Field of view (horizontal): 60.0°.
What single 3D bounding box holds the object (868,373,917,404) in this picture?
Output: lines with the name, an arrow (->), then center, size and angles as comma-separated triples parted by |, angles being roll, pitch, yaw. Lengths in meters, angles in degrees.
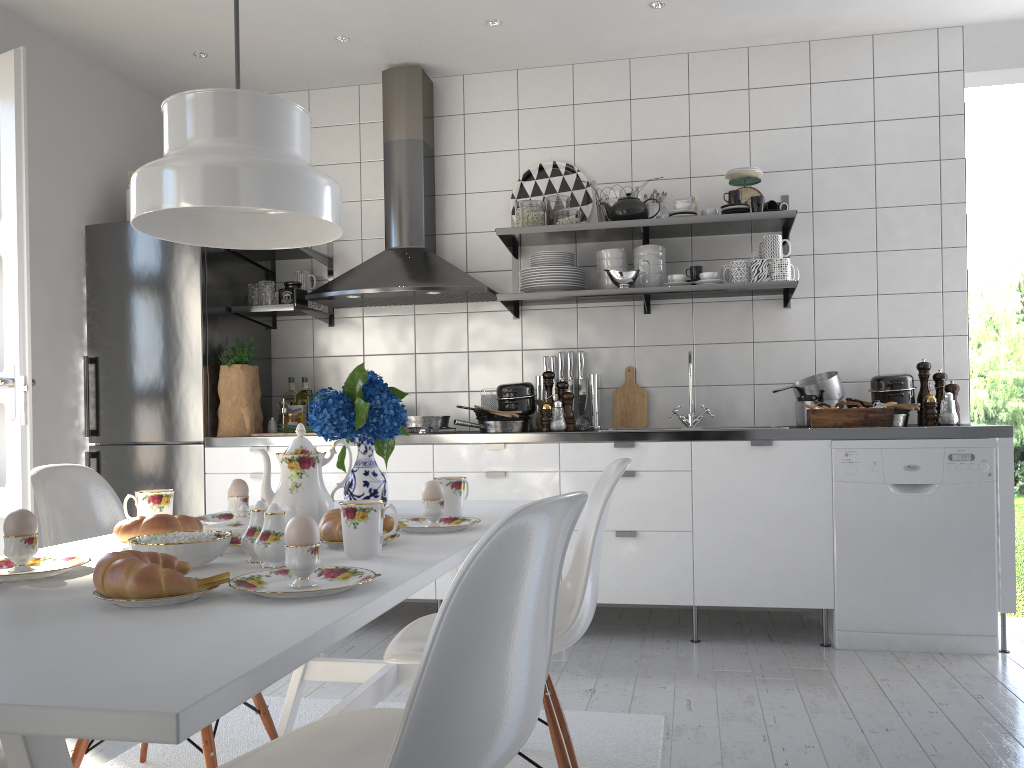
object -> 1.614, 0.034, 3.760 | 0.190, 0.159, 0.197 | 0, -2, -27

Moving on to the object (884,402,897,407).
object -> 1.411, 0.122, 3.580 | 0.271, 0.094, 0.050 | -2, -1, 16

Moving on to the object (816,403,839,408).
object -> 1.266, 0.125, 3.598 | 0.118, 0.099, 0.084 | -1, -1, 5

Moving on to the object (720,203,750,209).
object -> 0.940, -0.737, 3.731 | 0.121, 0.023, 0.121 | 1, -3, -38

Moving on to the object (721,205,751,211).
object -> 0.943, -0.728, 3.730 | 0.121, 0.023, 0.121 | -3, -3, 43

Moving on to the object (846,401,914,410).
object -> 1.510, 0.090, 3.655 | 0.064, 0.044, 0.335 | 0, -2, -22

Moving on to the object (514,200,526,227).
object -> 0.070, -0.754, 4.096 | 0.121, 0.171, 0.121 | -1, -1, 31

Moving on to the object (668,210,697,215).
object -> 0.728, -0.722, 3.789 | 0.121, 0.024, 0.121 | -1, -2, 7

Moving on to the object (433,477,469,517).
object -> -0.145, 0.269, 2.093 | 0.078, 0.095, 0.091 | -1, -1, 5

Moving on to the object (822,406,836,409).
object -> 1.328, 0.126, 3.480 | 0.220, 0.084, 0.030 | -2, -1, 37

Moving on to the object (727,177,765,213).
object -> 1.031, -0.797, 3.915 | 0.159, 0.208, 0.185 | -1, -1, 11

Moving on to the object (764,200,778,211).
object -> 1.083, -0.737, 3.734 | 0.069, 0.058, 0.080 | -1, -2, -16

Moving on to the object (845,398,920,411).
object -> 1.523, 0.083, 3.663 | 0.059, 0.061, 0.334 | 0, -2, -31

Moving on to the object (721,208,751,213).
object -> 0.942, -0.718, 3.731 | 0.121, 0.021, 0.121 | -2, -2, 16

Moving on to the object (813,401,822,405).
object -> 1.364, 0.119, 3.614 | 0.266, 0.107, 0.048 | -1, 0, 8

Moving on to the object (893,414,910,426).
object -> 1.501, 0.148, 3.746 | 0.351, 0.061, 0.232 | -1, -2, -10

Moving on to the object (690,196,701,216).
object -> 0.797, -0.762, 3.971 | 0.127, 0.152, 0.115 | -2, -1, 38

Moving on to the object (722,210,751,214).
object -> 0.943, -0.709, 3.731 | 0.121, 0.021, 0.121 | -1, -2, -11

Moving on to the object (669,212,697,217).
object -> 0.731, -0.712, 3.788 | 0.121, 0.021, 0.121 | -2, -2, 16

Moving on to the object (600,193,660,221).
object -> 0.512, -0.757, 3.850 | 0.178, 0.142, 0.200 | 0, -2, -37

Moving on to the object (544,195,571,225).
object -> 0.208, -0.760, 4.015 | 0.121, 0.171, 0.121 | -1, -1, 31

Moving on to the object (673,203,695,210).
object -> 0.728, -0.743, 3.787 | 0.079, 0.050, 0.082 | -1, -2, -16

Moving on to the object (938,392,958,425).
object -> 1.796, 0.101, 3.651 | 0.069, 0.135, 0.069 | -1, 0, -9

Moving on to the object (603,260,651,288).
object -> 0.499, -0.468, 3.837 | 0.210, 0.135, 0.102 | -1, -1, -6

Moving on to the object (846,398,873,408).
object -> 1.529, 0.097, 3.718 | 0.246, 0.080, 0.356 | -2, -2, 19

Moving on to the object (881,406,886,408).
object -> 1.444, 0.119, 3.470 | 0.040, 0.063, 0.069 | -1, -1, -30

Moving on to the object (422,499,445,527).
object -> -0.167, 0.274, 1.886 | 0.048, 0.057, 0.048 | 0, -1, -38

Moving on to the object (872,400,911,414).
object -> 1.516, 0.111, 3.720 | 0.347, 0.082, 0.243 | 1, -3, -37

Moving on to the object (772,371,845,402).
object -> 1.249, 0.029, 3.813 | 0.371, 0.169, 0.203 | -1, -1, -11

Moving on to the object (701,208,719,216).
object -> 0.855, -0.725, 3.824 | 0.079, 0.048, 0.083 | -2, -2, 24

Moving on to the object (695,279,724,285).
object -> 0.831, -0.421, 3.732 | 0.121, 0.021, 0.121 | -2, -2, 16

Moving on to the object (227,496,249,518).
object -> -0.635, 0.289, 2.058 | 0.048, 0.057, 0.048 | 0, -1, -38

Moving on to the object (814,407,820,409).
object -> 1.210, 0.114, 3.487 | 0.049, 0.048, 0.048 | -1, -1, 22

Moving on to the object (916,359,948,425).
object -> 1.794, 0.033, 3.783 | 0.123, 0.282, 0.061 | -1, 0, 16

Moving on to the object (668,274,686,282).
object -> 0.704, -0.438, 3.781 | 0.079, 0.048, 0.083 | -1, -2, 4

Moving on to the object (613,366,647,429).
object -> 0.551, 0.063, 4.136 | 0.157, 0.294, 0.047 | -1, 0, 11

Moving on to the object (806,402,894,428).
object -> 1.338, 0.122, 3.526 | 0.301, 0.100, 0.211 | -2, -2, 14

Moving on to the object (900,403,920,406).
object -> 1.545, 0.095, 3.694 | 0.065, 0.021, 0.336 | 0, -2, -25

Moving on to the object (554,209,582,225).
object -> 0.245, -0.720, 3.895 | 0.121, 0.079, 0.121 | -1, -2, -3

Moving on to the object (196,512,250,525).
object -> -0.635, 0.315, 2.058 | 0.201, 0.016, 0.201 | -2, -2, 16

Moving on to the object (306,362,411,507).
object -> -0.372, 0.136, 2.180 | 0.266, 0.377, 0.236 | -1, -1, 13

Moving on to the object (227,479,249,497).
object -> -0.636, 0.251, 2.058 | 0.048, 0.063, 0.048 | -1, -1, 16

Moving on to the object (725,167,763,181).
object -> 1.027, -0.923, 3.926 | 0.163, 0.047, 0.164 | 0, -2, -29

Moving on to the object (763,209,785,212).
object -> 1.098, -0.712, 3.734 | 0.121, 0.021, 0.121 | -2, -2, 16

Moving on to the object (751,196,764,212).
object -> 1.027, -0.740, 3.685 | 0.055, 0.077, 0.070 | -1, -1, -25

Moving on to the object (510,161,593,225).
object -> 0.187, -0.863, 4.203 | 0.395, 0.393, 0.053 | -1, 0, 12

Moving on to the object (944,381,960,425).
object -> 1.843, 0.078, 3.710 | 0.058, 0.184, 0.058 | -1, 0, 40

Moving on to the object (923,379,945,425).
object -> 1.760, 0.076, 3.706 | 0.080, 0.192, 0.058 | -1, 0, 0

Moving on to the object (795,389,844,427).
object -> 1.334, 0.104, 3.756 | 0.200, 0.154, 0.348 | -1, -2, -4

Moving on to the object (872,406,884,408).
object -> 1.421, 0.116, 3.436 | 0.069, 0.062, 0.042 | -2, -1, 42

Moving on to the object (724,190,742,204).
object -> 0.933, -0.772, 3.734 | 0.070, 0.078, 0.055 | -2, -1, 32

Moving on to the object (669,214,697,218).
object -> 0.731, -0.703, 3.788 | 0.121, 0.021, 0.121 | -2, -2, 16

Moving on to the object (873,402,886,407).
object -> 1.456, 0.101, 3.524 | 0.050, 0.058, 0.053 | -1, -1, 5

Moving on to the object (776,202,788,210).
object -> 1.120, -0.744, 3.739 | 0.069, 0.059, 0.082 | -1, -2, -11

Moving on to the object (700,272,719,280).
object -> 0.830, -0.442, 3.731 | 0.079, 0.048, 0.083 | -2, -2, 24

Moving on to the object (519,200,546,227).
object -> 0.092, -0.741, 3.935 | 0.121, 0.130, 0.121 | -1, -1, -3

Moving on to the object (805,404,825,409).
object -> 1.264, 0.123, 3.495 | 0.217, 0.093, 0.030 | -2, -1, 37

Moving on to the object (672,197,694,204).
object -> 0.728, -0.772, 3.787 | 0.083, 0.067, 0.078 | -2, -1, 26
